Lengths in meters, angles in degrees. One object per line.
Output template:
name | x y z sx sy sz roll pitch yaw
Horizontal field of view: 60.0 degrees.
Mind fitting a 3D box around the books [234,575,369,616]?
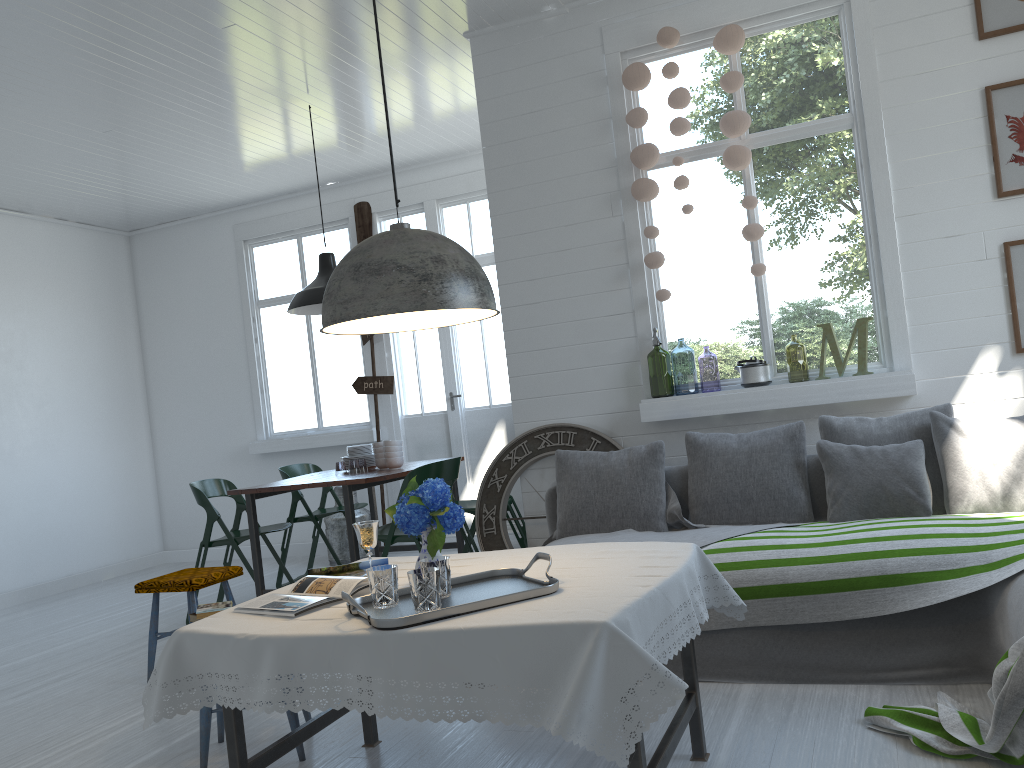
books | -0.653 0.683 2.933 0.300 0.049 0.422 -8 -2 36

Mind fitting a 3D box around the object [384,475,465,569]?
object | -0.270 0.482 2.915 0.236 0.377 0.265 -7 -1 24

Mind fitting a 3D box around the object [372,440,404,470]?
object | -0.901 0.516 6.481 0.149 0.216 0.309 -6 -1 -36

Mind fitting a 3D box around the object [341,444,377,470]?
object | -1.147 0.562 6.731 0.300 0.195 0.306 -6 -1 -32

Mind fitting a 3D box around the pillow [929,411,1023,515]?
pillow | 2.322 0.355 4.158 0.616 0.526 0.344 -7 -1 21

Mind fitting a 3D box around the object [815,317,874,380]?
object | 1.820 -0.189 4.861 0.331 0.311 0.052 -7 -1 32

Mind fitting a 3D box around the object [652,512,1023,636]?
object | 1.411 0.895 4.006 3.166 0.473 1.043 -7 -1 22

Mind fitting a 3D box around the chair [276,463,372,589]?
chair | -1.607 1.167 7.538 0.730 1.006 0.651 -7 -1 12

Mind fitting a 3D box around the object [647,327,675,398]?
object | 0.867 -0.127 5.223 0.136 0.415 0.136 -7 -1 19

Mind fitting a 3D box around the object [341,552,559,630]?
object | -0.181 0.607 2.655 0.651 0.092 0.399 -6 -2 -26

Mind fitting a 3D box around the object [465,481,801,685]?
object | 0.435 0.954 4.505 1.683 0.924 1.213 -6 -1 -28

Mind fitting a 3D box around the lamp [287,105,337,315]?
lamp | -1.394 -1.295 6.476 0.650 1.499 0.650 -7 -1 18

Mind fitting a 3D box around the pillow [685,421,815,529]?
pillow | 1.234 0.487 4.668 0.642 0.520 0.280 -7 -1 22

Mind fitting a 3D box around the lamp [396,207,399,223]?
lamp | -0.959 -1.317 7.572 0.649 1.499 0.651 -6 -1 -23

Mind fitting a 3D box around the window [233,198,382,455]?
window | -2.105 -0.551 8.959 1.483 2.398 0.254 -7 -1 22

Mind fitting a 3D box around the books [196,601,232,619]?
books | -1.189 0.900 3.547 0.133 0.022 0.189 -6 -2 -17

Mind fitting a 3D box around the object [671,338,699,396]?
object | 1.007 -0.101 5.188 0.137 0.335 0.137 -7 -1 29

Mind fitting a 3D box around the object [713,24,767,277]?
object | 1.291 -1.311 5.016 0.200 1.426 0.196 -7 -1 32

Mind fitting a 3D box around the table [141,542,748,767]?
table | -0.140 1.010 2.944 1.671 0.725 1.326 -7 -1 23

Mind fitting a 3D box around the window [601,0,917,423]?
window | 1.349 -1.050 5.043 1.483 2.398 0.254 -7 -1 22

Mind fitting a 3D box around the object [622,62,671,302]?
object | 0.799 -1.177 5.213 0.193 1.404 0.197 -6 0 -18

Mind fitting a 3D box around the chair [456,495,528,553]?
chair | -0.169 0.979 6.680 0.730 1.006 0.651 -7 -1 2

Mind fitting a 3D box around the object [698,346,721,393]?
object | 1.139 -0.085 5.129 0.111 0.270 0.111 -7 -1 40

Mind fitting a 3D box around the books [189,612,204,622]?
books | -1.187 0.926 3.543 0.182 0.030 0.128 -8 -2 44

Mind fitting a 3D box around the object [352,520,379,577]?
object | -0.517 0.594 3.200 0.098 0.191 0.098 -7 -1 42

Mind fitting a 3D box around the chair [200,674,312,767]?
chair | -1.053 1.214 3.600 0.419 0.562 0.419 -6 -1 -8

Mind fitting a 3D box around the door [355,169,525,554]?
door | -0.618 -0.185 8.378 1.611 3.480 0.254 -7 -1 22

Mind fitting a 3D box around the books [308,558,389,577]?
books | -0.608 0.692 3.240 0.300 0.043 0.229 -6 -1 -4

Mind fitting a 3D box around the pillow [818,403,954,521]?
pillow | 1.874 0.408 4.399 0.639 0.561 0.278 -7 -1 22

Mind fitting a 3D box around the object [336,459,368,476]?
object | -1.164 0.604 6.456 0.172 0.098 0.241 -7 -1 26

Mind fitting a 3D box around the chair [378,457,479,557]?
chair | -0.576 0.999 5.651 0.731 1.006 0.651 -7 -1 22

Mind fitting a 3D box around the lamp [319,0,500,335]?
lamp | -0.454 -1.220 2.968 0.600 2.044 0.601 -6 -1 -8

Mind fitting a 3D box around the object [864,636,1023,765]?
object | 1.735 0.723 2.582 0.622 0.833 1.582 -6 -1 -44

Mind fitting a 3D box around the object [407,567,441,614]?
object | -0.245 0.587 2.520 0.095 0.119 0.096 -6 -1 -44

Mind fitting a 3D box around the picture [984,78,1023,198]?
picture | 2.746 -1.286 4.502 0.556 0.580 0.036 -7 -1 22

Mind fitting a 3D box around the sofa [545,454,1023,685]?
sofa | 1.208 0.822 3.080 3.397 0.899 3.406 -7 -2 21

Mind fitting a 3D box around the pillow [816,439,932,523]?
pillow | 1.762 0.474 4.297 0.529 0.445 0.277 -7 -1 36

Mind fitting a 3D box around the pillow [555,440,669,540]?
pillow | 0.534 0.600 4.850 0.639 0.521 0.278 -7 -1 21

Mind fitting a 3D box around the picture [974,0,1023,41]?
picture | 2.652 -2.110 4.508 0.556 0.580 0.036 -7 -1 22

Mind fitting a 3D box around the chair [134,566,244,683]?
chair | -1.752 1.329 4.902 0.419 0.562 0.419 -7 -1 22

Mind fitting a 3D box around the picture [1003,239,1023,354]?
picture | 2.839 -0.478 4.496 0.556 0.580 0.036 -7 -1 22

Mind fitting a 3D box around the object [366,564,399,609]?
object | -0.383 0.607 2.651 0.095 0.119 0.096 -6 -1 -44

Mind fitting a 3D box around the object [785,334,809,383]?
object | 1.591 -0.141 4.958 0.111 0.270 0.111 -7 -1 40

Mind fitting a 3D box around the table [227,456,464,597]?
table | -1.091 1.105 6.569 1.172 0.929 1.694 -7 -1 19

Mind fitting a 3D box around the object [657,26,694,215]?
object | 0.969 -1.521 5.132 0.152 1.088 0.150 -6 -1 -33

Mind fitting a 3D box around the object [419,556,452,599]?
object | -0.228 0.590 2.699 0.095 0.119 0.095 -7 -1 6

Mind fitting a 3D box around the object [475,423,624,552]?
object | 0.290 0.810 5.364 1.111 1.138 0.584 -7 -1 7

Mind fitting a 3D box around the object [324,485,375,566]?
object | -1.535 1.310 8.335 0.450 0.725 0.450 -7 -1 2

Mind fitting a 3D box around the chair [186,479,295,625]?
chair | -2.003 1.186 6.540 0.730 1.006 0.651 -7 -1 2

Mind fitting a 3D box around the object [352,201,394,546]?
object | -1.310 -0.085 8.521 0.361 3.420 0.413 -6 -1 -36

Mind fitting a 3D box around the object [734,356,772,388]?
object | 1.378 -0.070 5.054 0.186 0.174 0.208 -7 -1 2
